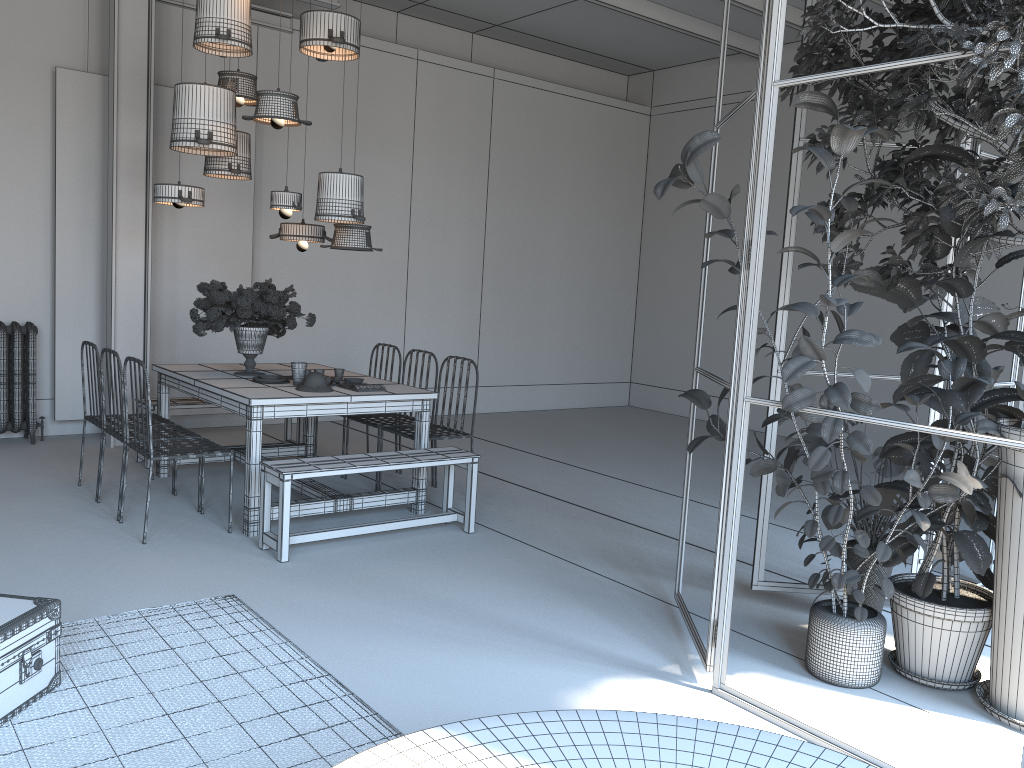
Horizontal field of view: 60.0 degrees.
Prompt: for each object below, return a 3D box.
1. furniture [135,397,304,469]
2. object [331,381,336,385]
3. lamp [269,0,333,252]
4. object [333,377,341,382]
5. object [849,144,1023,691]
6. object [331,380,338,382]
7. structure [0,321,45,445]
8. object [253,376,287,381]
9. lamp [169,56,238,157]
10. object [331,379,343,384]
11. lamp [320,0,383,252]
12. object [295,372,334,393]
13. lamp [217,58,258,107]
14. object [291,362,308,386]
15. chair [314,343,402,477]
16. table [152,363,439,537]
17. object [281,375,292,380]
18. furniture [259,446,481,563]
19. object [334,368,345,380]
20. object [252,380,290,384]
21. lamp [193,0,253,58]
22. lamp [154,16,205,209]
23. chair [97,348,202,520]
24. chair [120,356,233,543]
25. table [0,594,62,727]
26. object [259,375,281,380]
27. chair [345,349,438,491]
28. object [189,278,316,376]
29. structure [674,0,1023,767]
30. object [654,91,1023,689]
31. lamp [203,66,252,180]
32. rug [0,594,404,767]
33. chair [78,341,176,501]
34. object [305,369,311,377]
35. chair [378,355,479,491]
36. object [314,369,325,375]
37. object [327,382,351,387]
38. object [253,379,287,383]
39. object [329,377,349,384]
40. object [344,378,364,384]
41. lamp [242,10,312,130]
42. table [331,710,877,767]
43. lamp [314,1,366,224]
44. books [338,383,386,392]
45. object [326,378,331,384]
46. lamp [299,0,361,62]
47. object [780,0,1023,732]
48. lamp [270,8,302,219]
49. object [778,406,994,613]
[{"bbox_3d":[-2.269,0.354,6.966,1.260,0.478,0.300,-2,8,-38],"label":"furniture"},{"bbox_3d":[-1.166,-0.017,5.741,0.024,0.015,0.249,1,7,-19],"label":"object"},{"bbox_3d":[-1.487,-1.977,6.424,0.404,2.026,0.323,-1,8,-35],"label":"lamp"},{"bbox_3d":[-1.195,-0.036,5.902,0.121,0.037,0.054,7,7,30],"label":"object"},{"bbox_3d":[1.847,0.116,3.679,0.868,2.157,1.270,3,6,-8],"label":"object"},{"bbox_3d":[-1.169,-0.018,5.727,0.021,0.019,0.174,-2,8,-41],"label":"object"},{"bbox_3d":[-4.098,0.003,7.012,0.733,1.007,0.328,-2,8,-38],"label":"structure"},{"bbox_3d":[-1.538,-0.028,5.636,0.211,0.024,0.211,4,6,4],"label":"object"},{"bbox_3d":[-1.929,-2.205,5.602,0.415,1.447,0.470,6,7,22],"label":"lamp"},{"bbox_3d":[-1.141,-0.018,5.742,0.024,0.017,0.249,0,7,-29],"label":"object"},{"bbox_3d":[-1.034,-1.907,5.932,0.359,2.004,0.301,-2,8,-40],"label":"lamp"},{"bbox_3d":[-1.201,0.031,5.392,0.236,0.211,0.260,1,7,-20],"label":"object"},{"bbox_3d":[-1.832,-2.414,5.938,0.301,1.094,0.359,1,7,-20],"label":"lamp"},{"bbox_3d":[-1.335,-0.061,5.555,0.102,0.146,0.102,5,7,16],"label":"object"},{"bbox_3d":[-1.190,0.174,6.867,0.488,0.975,0.474,-2,8,-38],"label":"chair"},{"bbox_3d":[-1.524,0.364,5.978,1.239,0.819,1.784,-2,8,-38],"label":"table"},{"bbox_3d":[-1.512,-0.044,5.894,0.182,0.016,0.179,-1,8,-34],"label":"object"},{"bbox_3d":[-0.784,0.657,5.052,1.260,0.478,0.300,-2,8,-38],"label":"furniture"},{"bbox_3d":[-1.167,-0.064,5.989,0.071,0.076,0.071,4,6,9],"label":"object"},{"bbox_3d":[-1.529,-0.016,5.637,0.236,0.015,0.236,6,7,24],"label":"object"},{"bbox_3d":[-1.723,-2.451,5.319,0.346,0.870,0.392,6,7,22],"label":"lamp"},{"bbox_3d":[-2.199,-2.077,5.902,0.404,1.798,0.323,6,7,19],"label":"lamp"},{"bbox_3d":[-2.216,0.272,5.426,0.488,0.975,0.474,-2,8,-38],"label":"chair"},{"bbox_3d":[-1.902,0.335,5.030,0.488,0.975,0.474,-2,8,-38],"label":"chair"},{"bbox_3d":[-1.934,0.921,2.859,0.667,0.330,0.706,4,6,6],"label":"table"},{"bbox_3d":[-1.546,-0.037,5.660,0.135,0.029,0.135,10,9,44],"label":"object"},{"bbox_3d":[-0.876,0.237,6.471,0.488,0.975,0.474,-2,8,-38],"label":"chair"},{"bbox_3d":[-1.772,-0.387,5.924,0.782,0.654,0.697,-1,8,-36],"label":"object"},{"bbox_3d":[2.329,-0.415,3.321,2.452,3.454,2.994,-2,8,-38],"label":"structure"},{"bbox_3d":[1.236,0.114,3.442,1.309,2.183,1.253,0,7,-28],"label":"object"},{"bbox_3d":[-1.920,-2.201,6.049,0.322,1.553,0.364,4,6,7],"label":"lamp"},{"bbox_3d":[-1.673,1.125,2.557,2.524,0.007,1.961,-2,8,-38],"label":"rug"},{"bbox_3d":[-2.522,0.211,5.811,0.488,0.975,0.474,-2,8,-38],"label":"chair"},{"bbox_3d":[-1.329,-0.055,5.710,0.071,0.076,0.071,-2,8,-41],"label":"object"},{"bbox_3d":[-0.570,0.298,6.086,0.488,0.975,0.474,-2,8,-38],"label":"chair"},{"bbox_3d":[-1.255,-0.057,5.771,0.071,0.076,0.071,2,7,-13],"label":"object"},{"bbox_3d":[-1.234,-0.007,5.728,0.335,0.012,0.213,7,7,28],"label":"object"},{"bbox_3d":[-1.539,-0.022,5.637,0.211,0.024,0.211,1,7,-19],"label":"object"},{"bbox_3d":[-1.123,-0.022,5.757,0.173,0.026,0.021,8,8,35],"label":"object"},{"bbox_3d":[-1.046,-0.020,5.864,0.133,0.029,0.133,4,6,9],"label":"object"},{"bbox_3d":[-1.420,-2.226,5.434,0.301,1.306,0.359,10,9,44],"label":"lamp"},{"bbox_3d":[0.285,1.157,1.596,1.709,0.387,1.708,9,9,43],"label":"table"},{"bbox_3d":[-1.037,-1.940,5.511,0.312,1.845,0.352,2,7,-13],"label":"lamp"},{"bbox_3d":[-0.941,0.014,5.563,0.202,0.041,0.249,-2,8,-40],"label":"books"},{"bbox_3d":[-1.173,-0.020,5.642,0.043,0.043,0.044,6,7,23],"label":"object"},{"bbox_3d":[-1.216,-2.581,5.975,0.505,0.687,0.403,7,7,29],"label":"lamp"},{"bbox_3d":[1.922,-0.805,3.124,2.243,4.154,2.486,6,7,23],"label":"object"},{"bbox_3d":[-1.450,-2.003,5.796,0.253,1.831,0.202,3,6,0],"label":"lamp"},{"bbox_3d":[1.627,0.649,4.193,0.920,1.001,1.125,-2,8,-41],"label":"object"}]
